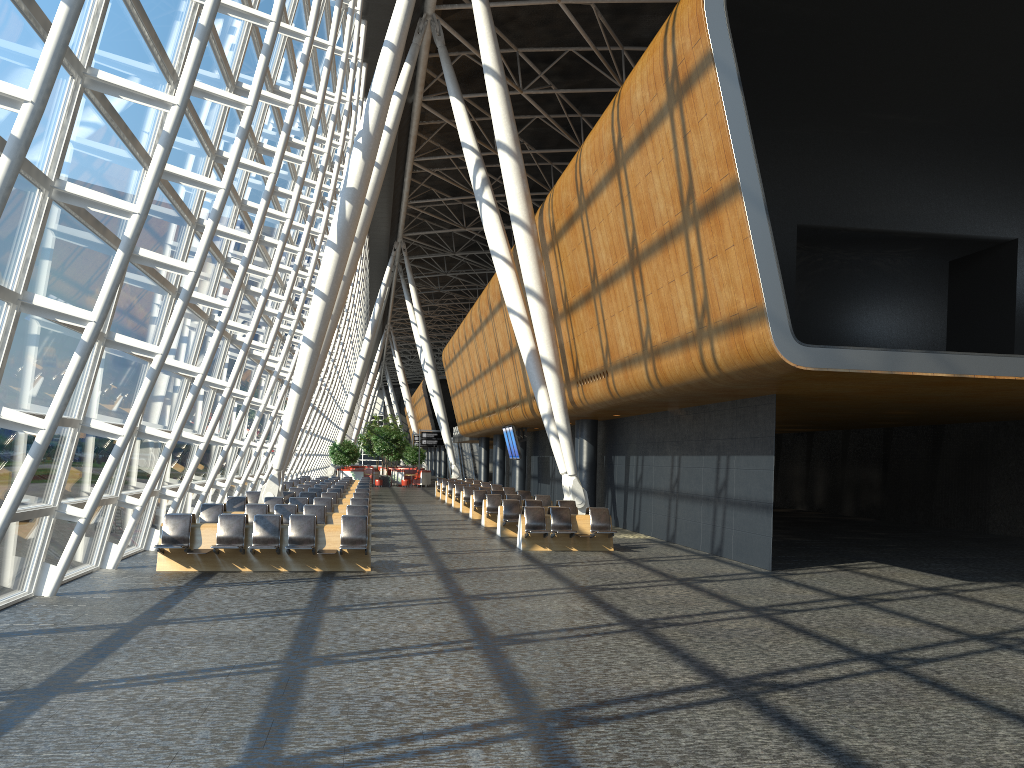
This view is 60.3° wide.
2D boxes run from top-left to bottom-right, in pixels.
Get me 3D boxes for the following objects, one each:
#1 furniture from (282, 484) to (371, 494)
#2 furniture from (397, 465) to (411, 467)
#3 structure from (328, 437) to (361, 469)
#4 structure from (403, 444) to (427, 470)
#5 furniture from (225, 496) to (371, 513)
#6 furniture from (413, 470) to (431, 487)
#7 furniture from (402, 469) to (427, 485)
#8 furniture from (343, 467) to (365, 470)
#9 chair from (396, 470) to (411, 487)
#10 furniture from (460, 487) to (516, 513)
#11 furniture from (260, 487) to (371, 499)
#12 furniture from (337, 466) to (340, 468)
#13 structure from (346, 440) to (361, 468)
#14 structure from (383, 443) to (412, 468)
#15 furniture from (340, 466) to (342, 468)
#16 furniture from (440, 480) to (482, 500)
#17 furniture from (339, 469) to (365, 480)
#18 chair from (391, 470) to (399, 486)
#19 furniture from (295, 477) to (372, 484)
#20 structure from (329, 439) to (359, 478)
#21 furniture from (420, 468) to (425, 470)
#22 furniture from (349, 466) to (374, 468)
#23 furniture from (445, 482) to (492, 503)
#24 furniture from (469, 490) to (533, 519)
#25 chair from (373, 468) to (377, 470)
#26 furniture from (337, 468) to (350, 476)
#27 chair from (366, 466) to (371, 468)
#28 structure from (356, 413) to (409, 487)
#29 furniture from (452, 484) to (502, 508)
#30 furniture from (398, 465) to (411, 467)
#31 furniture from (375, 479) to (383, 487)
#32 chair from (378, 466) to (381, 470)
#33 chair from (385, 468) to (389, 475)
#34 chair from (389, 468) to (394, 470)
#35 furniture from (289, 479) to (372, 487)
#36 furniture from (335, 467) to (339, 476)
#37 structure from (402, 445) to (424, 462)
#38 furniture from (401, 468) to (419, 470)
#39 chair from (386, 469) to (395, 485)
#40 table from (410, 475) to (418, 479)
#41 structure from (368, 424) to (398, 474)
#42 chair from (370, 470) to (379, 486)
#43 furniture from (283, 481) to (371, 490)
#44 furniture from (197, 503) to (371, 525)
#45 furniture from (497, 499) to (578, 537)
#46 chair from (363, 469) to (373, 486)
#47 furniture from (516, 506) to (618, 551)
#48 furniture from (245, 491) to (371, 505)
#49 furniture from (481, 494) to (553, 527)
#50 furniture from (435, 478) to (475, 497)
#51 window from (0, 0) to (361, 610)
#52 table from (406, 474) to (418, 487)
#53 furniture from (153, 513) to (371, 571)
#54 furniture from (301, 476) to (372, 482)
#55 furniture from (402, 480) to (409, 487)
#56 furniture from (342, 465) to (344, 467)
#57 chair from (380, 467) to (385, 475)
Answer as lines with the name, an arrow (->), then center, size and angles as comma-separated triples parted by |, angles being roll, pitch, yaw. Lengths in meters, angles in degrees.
furniture -> -6.258, 3.739, 28.914 | 3.252, 0.870, 1.662 | 2, -4, -9
furniture -> -12.649, 10.052, 104.428 | 1.897, 0.870, 1.662 | 2, -4, -9
structure -> -10.485, 4.829, 54.999 | 1.920, 2.972, 1.862 | 2, -1, -35
structure -> -7.097, 5.762, 63.999 | 1.778, 2.782, 1.734 | 1, -1, 39
furniture -> -4.842, 3.009, 20.029 | 3.252, 0.870, 1.662 | 2, -4, -9
furniture -> -5.571, 5.919, 55.164 | 0.888, 1.007, 2.835 | 1, -4, 3
furniture -> -6.537, 6.137, 57.959 | 0.890, 1.009, 2.827 | 2, -4, -41
furniture -> -10.878, 6.325, 61.210 | 0.890, 1.009, 2.827 | 2, -4, -41
chair -> -6.697, 5.846, 54.584 | 0.622, 1.011, 0.661 | 1, -1, 36
furniture -> -0.792, 3.946, 30.023 | 1.897, 0.870, 1.662 | 2, -4, -9
furniture -> -5.786, 3.495, 25.952 | 3.252, 0.870, 1.662 | 2, -4, -9
furniture -> -14.339, 7.900, 79.625 | 3.252, 0.870, 1.662 | 2, -4, -9
structure -> -11.062, 5.234, 59.200 | 1.830, 2.855, 1.785 | 1, -1, 39
structure -> -8.815, 5.659, 67.294 | 2.279, 3.481, 2.219 | 1, 0, 4
furniture -> -14.811, 8.143, 82.587 | 3.252, 0.870, 1.662 | 2, -4, -9
furniture -> -2.208, 4.675, 38.908 | 1.897, 0.870, 1.662 | 2, -4, -9
furniture -> -9.699, 5.718, 53.811 | 0.890, 1.009, 2.827 | 2, -4, -41
chair -> -7.346, 6.017, 56.747 | 0.622, 1.011, 0.661 | 1, -1, 26
furniture -> -7.674, 4.468, 37.798 | 3.252, 0.870, 1.662 | 2, -4, -9
structure -> -9.942, 4.692, 52.149 | 1.778, 2.782, 1.734 | 1, -1, 39
furniture -> -8.873, 8.108, 80.735 | 1.897, 0.870, 1.662 | 2, -4, -9
furniture -> -12.318, 7.281, 72.759 | 0.888, 1.008, 2.835 | 0, -4, 33
furniture -> -1.736, 4.432, 35.947 | 1.897, 0.870, 1.662 | 2, -4, -9
furniture -> -0.320, 3.703, 27.062 | 1.897, 0.870, 1.662 | 2, -4, -9
chair -> -9.728, 6.346, 61.181 | 0.660, 1.011, 0.623 | 1, 0, 16
furniture -> -10.664, 5.936, 56.606 | 0.888, 1.007, 2.835 | 1, -4, 3
chair -> -11.757, 7.110, 70.623 | 0.661, 1.011, 0.622 | 2, -1, -44
structure -> -8.347, 4.154, 55.772 | 3.094, 4.538, 5.806 | 1, -2, -16
furniture -> -1.264, 4.189, 32.985 | 1.897, 0.870, 1.662 | 2, -4, -9
furniture -> -12.177, 9.809, 101.466 | 1.897, 0.870, 1.662 | 2, -4, -9
furniture -> -7.939, 5.926, 52.601 | 0.442, 0.460, 0.444 | 0, -2, 34
chair -> -11.142, 7.281, 72.471 | 0.661, 1.011, 0.622 | 1, 0, -24
chair -> -8.982, 6.708, 65.234 | 0.660, 1.011, 0.623 | 1, 0, 26
chair -> -8.525, 6.624, 64.147 | 0.622, 1.011, 0.661 | 1, -1, 26
furniture -> -7.202, 4.225, 34.837 | 3.252, 0.870, 1.662 | 2, -4, -9
furniture -> -13.867, 7.657, 76.664 | 3.252, 0.870, 1.662 | 2, -4, -9
structure -> -8.412, 6.508, 74.320 | 1.933, 2.999, 1.885 | 1, -1, 39
furniture -> -7.716, 6.744, 65.358 | 0.890, 1.009, 2.827 | 2, -4, -41
chair -> -7.803, 6.100, 57.835 | 0.660, 1.011, 0.623 | 1, 0, 26
table -> -6.143, 5.910, 53.682 | 0.798, 0.751, 0.800 | 1, -2, 7
structure -> -10.429, 5.462, 71.597 | 3.091, 4.538, 5.754 | 1, -2, 14
chair -> -8.549, 5.739, 53.781 | 0.660, 1.011, 0.623 | 1, 0, 16
furniture -> -6.730, 3.982, 31.875 | 3.252, 0.870, 1.662 | 2, -4, -9
furniture -> -4.370, 2.766, 17.067 | 3.252, 0.870, 1.662 | 2, -4, -9
furniture -> 0.624, 3.217, 21.138 | 1.897, 0.870, 1.662 | 2, -4, -9
chair -> -9.109, 5.835, 55.037 | 0.622, 1.011, 0.661 | 1, -1, 16
furniture -> 1.095, 2.974, 18.177 | 1.897, 0.870, 1.662 | 2, -4, -9
furniture -> -5.314, 3.252, 22.990 | 3.252, 0.870, 1.662 | 2, -4, -9
furniture -> 0.152, 3.460, 24.100 | 1.897, 0.870, 1.662 | 2, -4, -9
furniture -> -2.680, 4.918, 41.870 | 1.897, 0.870, 1.662 | 2, -4, -9
window -> -15.046, 1.287, 79.712 | 3.721, 14.032, 166.485 | 1, -5, -9
table -> -6.260, 6.038, 55.212 | 0.798, 0.751, 0.800 | 1, -2, 7
furniture -> -3.898, 2.523, 14.106 | 3.252, 0.870, 1.662 | 2, -4, -9
furniture -> -8.146, 4.711, 40.760 | 3.252, 0.870, 1.662 | 2, -4, -9
furniture -> -6.454, 6.014, 53.277 | 0.442, 0.460, 0.443 | 1, -2, 3
furniture -> -15.755, 8.629, 88.510 | 3.252, 0.870, 1.662 | 2, -4, -9
chair -> -9.894, 7.012, 69.024 | 0.661, 1.011, 0.622 | 1, 0, -24
